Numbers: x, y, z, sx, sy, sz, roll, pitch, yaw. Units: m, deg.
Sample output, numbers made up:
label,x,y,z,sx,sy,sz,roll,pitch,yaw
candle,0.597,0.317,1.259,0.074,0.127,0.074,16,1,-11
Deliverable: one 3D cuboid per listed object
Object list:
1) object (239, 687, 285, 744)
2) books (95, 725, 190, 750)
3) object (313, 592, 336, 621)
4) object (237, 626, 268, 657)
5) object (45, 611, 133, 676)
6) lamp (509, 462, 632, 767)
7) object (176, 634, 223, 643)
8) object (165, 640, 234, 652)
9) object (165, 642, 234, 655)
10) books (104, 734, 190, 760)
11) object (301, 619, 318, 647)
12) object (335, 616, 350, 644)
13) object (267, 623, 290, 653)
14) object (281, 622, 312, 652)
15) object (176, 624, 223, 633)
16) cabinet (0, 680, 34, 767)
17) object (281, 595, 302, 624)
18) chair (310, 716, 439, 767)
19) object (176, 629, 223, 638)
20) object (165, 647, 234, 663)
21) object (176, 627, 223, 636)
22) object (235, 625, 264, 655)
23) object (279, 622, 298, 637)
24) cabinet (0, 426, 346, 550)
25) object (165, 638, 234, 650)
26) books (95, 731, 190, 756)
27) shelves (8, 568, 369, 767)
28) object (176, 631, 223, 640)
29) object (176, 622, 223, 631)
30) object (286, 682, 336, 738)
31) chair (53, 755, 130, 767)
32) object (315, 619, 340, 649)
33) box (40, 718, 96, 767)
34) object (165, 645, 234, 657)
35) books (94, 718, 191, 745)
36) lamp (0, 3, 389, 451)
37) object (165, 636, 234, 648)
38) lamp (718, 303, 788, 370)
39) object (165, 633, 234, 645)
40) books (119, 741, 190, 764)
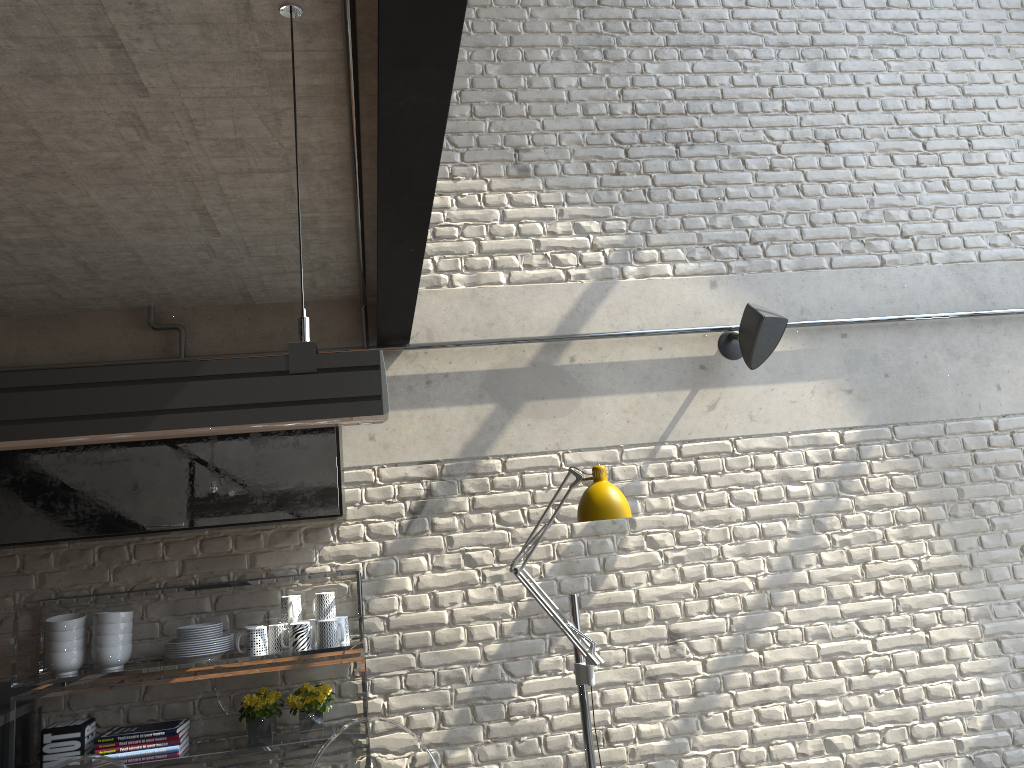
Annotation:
label,x,y,z,sx,sy,sz,roll,pitch,yaw
object,-0.965,1.271,3.411,0.182,0.194,0.173,-8,-11,12
books,-1.383,1.325,3.332,0.293,0.021,0.208,-4,-9,-9
object,-0.747,0.884,3.527,0.083,0.101,0.107,-1,-12,-20
object,-0.991,0.990,3.402,0.108,0.101,0.082,-10,-12,24
object,-1.614,0.984,3.381,0.310,0.219,0.148,-3,-12,-12
lamp,0.785,1.082,3.307,1.570,1.640,0.622,-6,-12,3
object,-1.208,0.993,3.425,0.171,0.030,0.168,-5,-9,-5
object,-1.206,1.023,3.417,0.251,0.031,0.249,3,-12,-40
object,-1.205,1.031,3.415,0.251,0.031,0.249,3,-12,-40
books,-1.378,1.362,3.312,0.293,0.021,0.208,-4,-9,-10
object,-0.805,0.989,3.501,0.083,0.101,0.107,-6,-11,5
object,-0.692,0.980,3.514,0.083,0.101,0.107,-6,-11,5
object,-0.914,0.993,3.469,0.083,0.101,0.107,-1,-12,-20
object,-0.831,0.979,3.429,0.108,0.101,0.082,-10,-12,24
object,-1.211,0.959,3.432,0.171,0.030,0.168,-5,-9,-5
cabinet,-2.988,1.527,1.948,2.747,1.018,2.400,-4,-10,-9
object,-0.879,0.893,3.506,0.083,0.101,0.107,-6,-11,5
chair,-0.286,1.322,2.039,0.540,0.953,0.582,-2,-12,-14
object,-1.209,0.976,3.429,0.171,0.030,0.168,-5,-9,-5
object,-1.204,1.047,3.412,0.251,0.031,0.249,3,-12,-40
object,-1.210,0.968,3.430,0.171,0.030,0.168,-5,-9,-5
object,-1.021,1.005,3.478,0.108,0.101,0.082,-10,-12,24
object,-0.897,1.006,3.557,0.083,0.101,0.107,-3,-11,-10
cabinet,-2.613,0.460,3.303,3.896,0.427,0.394,-4,-11,-9
object,-1.207,1.015,3.419,0.251,0.031,0.249,3,-12,-40
books,-1.381,1.343,3.323,0.293,0.021,0.208,-3,-9,-11
shelves,-1.187,1.247,3.376,1.251,0.939,0.284,-4,-12,-9
object,-1.208,0.985,3.427,0.171,0.030,0.168,-5,-9,-5
object,-1.212,0.951,3.434,0.171,0.030,0.168,-5,-9,-5
object,-0.778,1.258,3.444,0.175,0.194,0.180,-6,-11,3
chair,-0.940,1.361,1.901,0.540,0.953,0.582,0,-13,-24
object,-0.718,0.971,3.447,0.083,0.101,0.107,-1,-12,-20
box,-1.638,1.333,3.270,0.150,0.152,0.148,-3,-11,-9
object,-1.204,1.039,3.414,0.251,0.031,0.249,3,-12,-40
books,-1.384,1.305,3.331,0.293,0.021,0.208,-4,-9,-7
lamp,-0.805,-0.338,1.654,1.089,0.902,0.123,-4,-13,-9
object,-1.207,1.007,3.421,0.251,0.031,0.249,3,-12,-40
lamp,1.102,-0.216,4.073,0.177,0.310,0.353,1,-12,-27
object,-1.208,0.999,3.423,0.251,0.031,0.249,3,-12,-40
books,-1.377,1.383,3.314,0.293,0.021,0.208,-4,-9,-10
